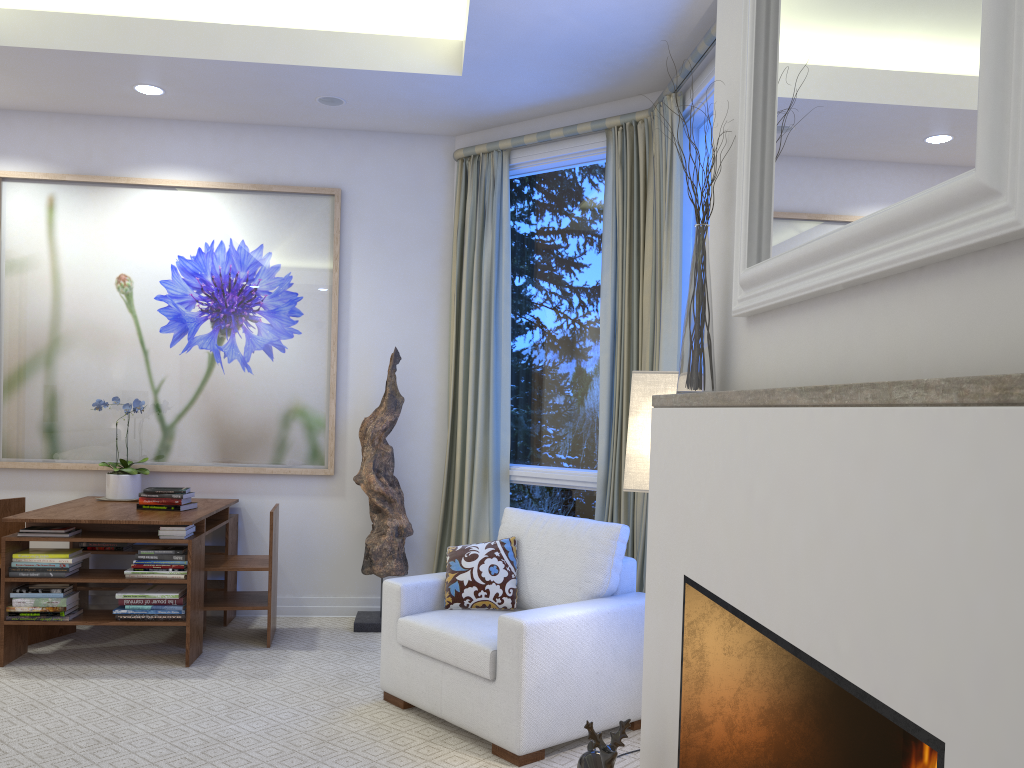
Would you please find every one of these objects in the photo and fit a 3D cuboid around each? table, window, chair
[{"bbox_3d":[-1.725,0.862,4.034,0.740,0.600,0.900,2,-1,-5],"label":"table"},{"bbox_3d":[0.496,-0.209,1.285,0.814,2.026,6.844,2,-2,-5],"label":"window"},{"bbox_3d":[0.805,-0.148,2.970,0.206,2.029,1.512,2,0,-5],"label":"window"},{"bbox_3d":[0.020,0.835,3.197,0.688,0.707,0.805,2,0,-41],"label":"chair"},{"bbox_3d":[-1.269,0.872,4.085,0.340,0.611,0.340,2,1,-10],"label":"chair"},{"bbox_3d":[-2.237,0.841,4.014,0.340,0.611,0.340,2,1,20],"label":"chair"}]

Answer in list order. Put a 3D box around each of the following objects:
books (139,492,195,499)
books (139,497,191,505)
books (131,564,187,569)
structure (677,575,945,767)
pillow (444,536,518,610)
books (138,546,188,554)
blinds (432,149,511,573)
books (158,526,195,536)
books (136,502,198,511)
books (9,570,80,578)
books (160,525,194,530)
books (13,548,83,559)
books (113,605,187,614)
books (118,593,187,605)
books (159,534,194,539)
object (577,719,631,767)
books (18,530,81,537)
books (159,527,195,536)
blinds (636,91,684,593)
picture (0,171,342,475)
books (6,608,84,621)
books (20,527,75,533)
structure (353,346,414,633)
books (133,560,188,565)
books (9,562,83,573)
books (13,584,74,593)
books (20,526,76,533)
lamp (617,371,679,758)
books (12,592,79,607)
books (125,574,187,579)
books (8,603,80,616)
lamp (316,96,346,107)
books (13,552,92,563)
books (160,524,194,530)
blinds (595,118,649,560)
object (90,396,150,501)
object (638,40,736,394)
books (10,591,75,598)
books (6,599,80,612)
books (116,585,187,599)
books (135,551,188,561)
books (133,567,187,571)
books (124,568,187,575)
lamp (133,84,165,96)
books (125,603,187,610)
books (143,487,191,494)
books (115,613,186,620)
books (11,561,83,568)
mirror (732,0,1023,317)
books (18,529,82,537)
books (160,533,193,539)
[{"bbox_3d":[-1.560,0.501,4.006,0.205,0.020,0.124,2,-2,5],"label":"books"},{"bbox_3d":[-1.566,0.525,4.007,0.190,0.031,0.132,2,-2,0],"label":"books"},{"bbox_3d":[-1.461,0.752,3.706,0.209,0.015,0.145,2,-2,-5],"label":"books"},{"bbox_3d":[0.604,0.672,1.317,0.475,0.615,0.874,2,-1,-5],"label":"structure"},{"bbox_3d":[-0.115,0.706,3.323,0.285,0.272,0.187,2,0,4],"label":"pillow"},{"bbox_3d":[-1.456,0.696,3.708,0.177,0.017,0.113,2,-2,-5],"label":"books"},{"bbox_3d":[-0.258,0.027,4.366,0.641,2.377,0.294,2,1,36],"label":"blinds"},{"bbox_3d":[-1.398,0.612,3.700,0.111,0.022,0.153,2,-2,-5],"label":"books"},{"bbox_3d":[-1.562,0.552,4.016,0.212,0.027,0.154,1,-2,10],"label":"books"},{"bbox_3d":[-1.925,0.773,3.653,0.217,0.020,0.157,2,-2,-5],"label":"books"},{"bbox_3d":[-1.394,0.594,3.694,0.103,0.013,0.142,2,-2,-5],"label":"books"},{"bbox_3d":[-1.914,0.700,3.659,0.217,0.019,0.157,2,-2,-5],"label":"books"},{"bbox_3d":[-1.492,0.934,3.708,0.284,0.018,0.181,2,-2,-5],"label":"books"},{"bbox_3d":[-1.490,0.896,3.713,0.257,0.034,0.155,2,-2,-5],"label":"books"},{"bbox_3d":[-1.398,0.630,3.695,0.103,0.013,0.142,2,-2,-5],"label":"books"},{"bbox_3d":[0.178,0.825,1.810,0.096,0.308,0.179,1,1,-19],"label":"object"},{"bbox_3d":[-1.904,0.613,3.653,0.201,0.014,0.136,2,-2,-5],"label":"books"},{"bbox_3d":[-1.399,0.612,3.700,0.108,0.020,0.151,2,-2,-5],"label":"books"},{"bbox_3d":[0.517,0.032,3.652,0.266,2.370,0.524,1,1,-12],"label":"blinds"},{"bbox_3d":[-1.728,-0.290,4.452,1.680,1.462,0.030,2,1,-6],"label":"picture"},{"bbox_3d":[-1.920,0.949,3.652,0.242,0.019,0.168,2,-2,-5],"label":"books"},{"bbox_3d":[-1.916,0.600,3.657,0.174,0.008,0.111,2,-2,-5],"label":"books"},{"bbox_3d":[-0.635,0.510,4.395,0.305,1.395,0.263,2,1,-5],"label":"structure"},{"bbox_3d":[-1.452,0.737,3.710,0.217,0.017,0.137,2,-2,-5],"label":"books"},{"bbox_3d":[-1.920,0.754,3.652,0.234,0.019,0.143,2,-2,-5],"label":"books"},{"bbox_3d":[-1.922,0.841,3.639,0.198,0.017,0.114,2,-2,-5],"label":"books"},{"bbox_3d":[-1.917,0.600,3.657,0.177,0.009,0.113,2,-2,-5],"label":"books"},{"bbox_3d":[0.484,0.595,3.048,0.276,1.206,1.529,2,-1,7],"label":"lamp"},{"bbox_3d":[-1.911,0.883,3.640,0.208,0.036,0.144,2,-2,-5],"label":"books"},{"bbox_3d":[-1.464,0.791,3.712,0.239,0.017,0.173,2,-2,0],"label":"books"},{"bbox_3d":[-1.924,0.930,3.648,0.217,0.021,0.157,2,-2,-5],"label":"books"},{"bbox_3d":[-0.840,-1.304,4.105,0.137,0.014,0.137,3,-2,-34],"label":"lamp"},{"bbox_3d":[-1.901,0.717,3.669,0.239,0.019,0.173,2,-2,0],"label":"books"},{"bbox_3d":[-1.395,0.594,3.694,0.100,0.012,0.140,2,-2,-5],"label":"books"},{"bbox_3d":[0.453,0.035,3.834,0.524,2.373,0.270,3,2,38],"label":"blinds"},{"bbox_3d":[-1.911,0.313,4.324,0.305,0.505,0.216,2,1,-6],"label":"object"},{"bbox_3d":[0.352,-0.327,1.791,0.189,0.693,0.193,2,1,22],"label":"object"},{"bbox_3d":[-1.928,0.857,3.641,0.205,0.019,0.119,2,-2,-5],"label":"books"},{"bbox_3d":[-1.924,0.910,3.640,0.233,0.023,0.141,2,-2,-5],"label":"books"},{"bbox_3d":[-1.500,0.871,3.711,0.249,0.022,0.179,2,-2,-5],"label":"books"},{"bbox_3d":[-1.450,0.717,3.710,0.205,0.026,0.124,2,-2,0],"label":"books"},{"bbox_3d":[-1.455,0.765,3.705,0.205,0.011,0.148,2,-2,-5],"label":"books"},{"bbox_3d":[-1.468,0.777,3.716,0.249,0.015,0.179,2,-2,-5],"label":"books"},{"bbox_3d":[-1.650,-1.331,4.027,0.137,0.014,0.137,3,-2,-34],"label":"lamp"},{"bbox_3d":[-1.467,0.920,3.708,0.234,0.018,0.169,2,-2,0],"label":"books"},{"bbox_3d":[-1.558,0.482,4.004,0.180,0.019,0.125,2,-2,-10],"label":"books"},{"bbox_3d":[-1.490,0.957,3.722,0.276,0.032,0.192,2,-2,-5],"label":"books"},{"bbox_3d":[-1.916,0.735,3.658,0.222,0.020,0.154,2,-2,-5],"label":"books"},{"bbox_3d":[0.485,-0.610,1.272,0.039,0.941,0.840,2,0,-5],"label":"mirror"},{"bbox_3d":[-1.904,0.613,3.653,0.201,0.015,0.140,2,-2,-5],"label":"books"},{"bbox_3d":[-1.398,0.630,3.695,0.101,0.012,0.140,2,-2,-5],"label":"books"}]
